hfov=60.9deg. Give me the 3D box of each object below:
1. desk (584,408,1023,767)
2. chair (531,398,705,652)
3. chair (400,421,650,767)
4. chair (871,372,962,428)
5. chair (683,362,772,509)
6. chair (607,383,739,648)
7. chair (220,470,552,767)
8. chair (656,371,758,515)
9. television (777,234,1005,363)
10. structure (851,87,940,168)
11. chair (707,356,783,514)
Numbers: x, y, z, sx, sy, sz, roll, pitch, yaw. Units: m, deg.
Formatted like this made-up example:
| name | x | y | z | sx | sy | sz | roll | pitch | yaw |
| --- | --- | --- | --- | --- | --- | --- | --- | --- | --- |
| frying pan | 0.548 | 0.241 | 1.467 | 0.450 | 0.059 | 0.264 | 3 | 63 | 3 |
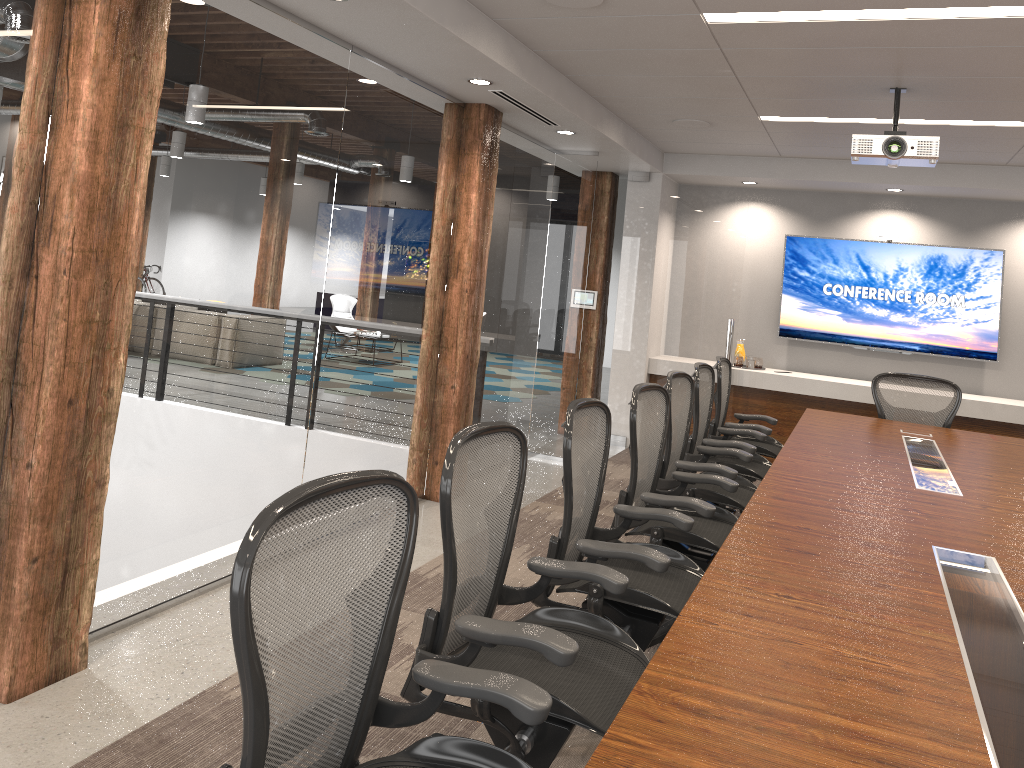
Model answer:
| name | x | y | z | sx | sy | sz | roll | pitch | yaw |
| --- | --- | --- | --- | --- | --- | --- | --- | --- | --- |
| desk | 1.630 | 0.888 | 3.292 | 1.413 | 0.755 | 6.023 | 7 | 7 | 22 |
| chair | 0.462 | 0.643 | 3.026 | 0.764 | 1.097 | 0.797 | 6 | 0 | 11 |
| chair | 0.086 | 0.692 | 2.337 | 0.793 | 1.097 | 0.767 | 6 | 0 | 4 |
| chair | 2.812 | 0.499 | 6.032 | 0.772 | 1.097 | 0.789 | 6 | 0 | 6 |
| chair | 1.339 | 0.446 | 5.291 | 0.794 | 1.097 | 0.767 | 6 | 0 | 6 |
| chair | 0.766 | 0.578 | 3.789 | 0.794 | 1.097 | 0.766 | 6 | 0 | 8 |
| chair | -0.184 | 0.761 | 1.575 | 0.791 | 1.097 | 0.769 | 6 | 0 | -4 |
| chair | 1.075 | 0.519 | 4.503 | 0.764 | 1.097 | 0.796 | 6 | 0 | 15 |
| television | 3.534 | -0.859 | 8.211 | 1.922 | 1.115 | 0.064 | 7 | -3 | 22 |
| structure | 2.254 | -1.514 | 5.115 | 0.463 | 0.459 | 0.315 | 6 | 0 | 22 |
| chair | 1.671 | 0.393 | 5.983 | 0.767 | 1.097 | 0.793 | 5 | 0 | 28 |
